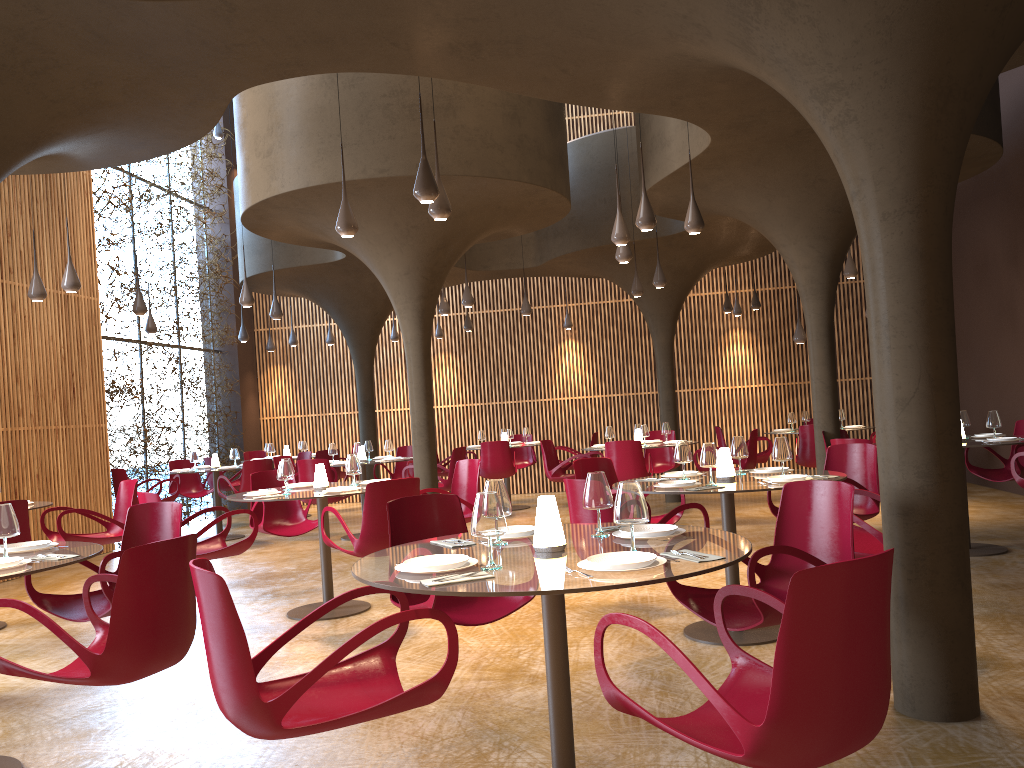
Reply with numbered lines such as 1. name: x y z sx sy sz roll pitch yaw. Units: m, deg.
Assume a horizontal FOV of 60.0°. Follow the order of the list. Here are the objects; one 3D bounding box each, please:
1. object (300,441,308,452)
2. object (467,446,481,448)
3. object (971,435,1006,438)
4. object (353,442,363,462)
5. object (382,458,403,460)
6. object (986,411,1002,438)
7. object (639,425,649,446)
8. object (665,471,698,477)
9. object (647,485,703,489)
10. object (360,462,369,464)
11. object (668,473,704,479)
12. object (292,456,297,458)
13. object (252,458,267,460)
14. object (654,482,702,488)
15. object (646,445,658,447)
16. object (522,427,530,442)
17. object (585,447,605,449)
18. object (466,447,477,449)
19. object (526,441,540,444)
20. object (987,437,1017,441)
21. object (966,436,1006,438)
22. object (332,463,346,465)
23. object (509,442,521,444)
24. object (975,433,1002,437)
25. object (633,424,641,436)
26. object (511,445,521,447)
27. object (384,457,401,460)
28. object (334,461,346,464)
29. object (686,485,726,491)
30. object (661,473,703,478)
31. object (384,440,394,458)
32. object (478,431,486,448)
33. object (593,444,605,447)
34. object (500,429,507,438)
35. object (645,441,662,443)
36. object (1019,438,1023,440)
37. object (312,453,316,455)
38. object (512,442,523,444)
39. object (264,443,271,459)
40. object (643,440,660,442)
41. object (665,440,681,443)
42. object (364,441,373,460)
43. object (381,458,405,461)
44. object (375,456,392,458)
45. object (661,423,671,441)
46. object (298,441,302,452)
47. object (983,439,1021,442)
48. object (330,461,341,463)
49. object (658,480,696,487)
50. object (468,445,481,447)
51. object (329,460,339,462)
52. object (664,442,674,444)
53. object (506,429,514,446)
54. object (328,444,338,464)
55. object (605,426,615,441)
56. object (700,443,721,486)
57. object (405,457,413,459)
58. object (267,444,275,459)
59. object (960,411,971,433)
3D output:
1. object: -3.887 1.220 16.585 0.142 0.295 0.142 -3 -1 -33
2. object: -0.651 1.124 15.865 0.332 0.014 0.332 -4 -2 21
3. object: 5.051 0.555 9.397 0.332 0.014 0.331 -5 -2 25
4. object: -2.229 0.997 12.848 0.142 0.295 0.142 -4 -1 -1
5. object: -1.760 1.111 13.087 0.332 0.014 0.331 -5 -2 38
6. object: 4.813 0.417 8.854 0.142 0.295 0.142 -4 -1 -8
7. object: 1.839 0.716 12.321 0.142 0.295 0.142 -4 -1 -1
8. object: 1.342 0.713 7.009 0.263 0.029 0.263 -5 -2 44
9. object: 1.156 0.712 6.212 0.204 0.012 0.411 -3 -2 -35
10. object: -2.160 1.130 12.616 0.126 0.017 0.262 -4 -2 23
11. object: 1.346 0.724 7.012 0.410 0.012 0.204 -2 -2 -41
12. object: -3.922 1.342 16.356 0.263 0.029 0.263 -4 -2 1
13. object: -4.671 1.392 16.400 0.263 0.029 0.263 -4 -2 -5
14. object: 1.159 0.710 6.209 0.332 0.014 0.332 -4 -2 5
15. object: 1.907 0.849 12.089 0.126 0.017 0.262 -4 -2 23
16. object: 0.259 0.929 15.911 0.142 0.295 0.142 -3 -1 -39
17. object: 1.176 0.913 12.628 0.262 0.017 0.126 -5 -2 24
18. object: -0.744 1.129 15.577 0.262 0.017 0.126 -4 -2 14
19. object: 0.381 1.043 15.707 0.263 0.029 0.263 -3 -2 -14
20. object: 4.768 0.540 8.626 0.263 0.029 0.263 -4 -2 -6
21. object: 5.054 0.556 9.393 0.204 0.012 0.411 -3 -2 -28
22. object: -2.431 1.144 12.750 0.332 0.014 0.332 -4 -2 1
23. object: 0.042 1.083 16.300 0.263 0.029 0.263 -4 -2 18
24. object: 5.050 0.545 9.397 0.263 0.029 0.263 -3 -2 -33
25. object: 1.864 0.738 13.091 0.142 0.295 0.142 -4 -1 40
26. object: 0.069 1.063 15.173 0.126 0.017 0.262 -4 -2 13
27. object: -1.761 1.101 13.087 0.263 0.029 0.263 -5 -2 32
28. object: -2.432 1.135 12.750 0.263 0.029 0.263 -4 -2 17
29. object: 1.297 0.700 5.940 0.261 0.017 0.126 -3 -2 -31
30. object: 1.342 0.723 7.009 0.332 0.014 0.332 -4 -2 15
31. object: -1.846 0.986 13.308 0.142 0.295 0.142 -4 -1 -18
32. object: -0.533 0.973 15.670 0.142 0.295 0.142 -4 -1 -20
33. object: 1.316 0.896 12.895 0.263 0.029 0.263 -4 -2 15
34. object: -0.147 0.963 16.155 0.142 0.295 0.142 -4 -1 8
35. object: 2.076 0.865 13.203 0.331 0.014 0.332 -3 -2 -10
36. object: 5.041 0.543 8.757 0.126 0.017 0.262 -3 -2 -29
37. object: -3.801 1.355 17.028 0.263 0.029 0.263 -4 -2 10
38. object: 0.043 1.092 16.300 0.332 0.014 0.332 -4 -2 6
39. object: -4.648 1.279 16.911 0.142 0.295 0.142 -4 -1 8
40. object: 2.076 0.856 13.203 0.263 0.029 0.263 -4 -2 9
41. object: 2.306 0.821 12.560 0.263 0.029 0.263 -4 -2 16
42. object: -2.204 1.019 13.618 0.142 0.295 0.142 -4 -1 -5
43. object: -1.762 1.112 13.083 0.204 0.012 0.410 -4 -2 24
44. object: -1.992 1.136 13.730 0.263 0.029 0.263 -4 -2 9
45. object: 2.221 0.706 12.781 0.142 0.295 0.142 -4 -1 -18
46. object: -4.042 1.243 17.033 0.142 0.295 0.142 -4 -1 25
47. object: 4.768 0.550 8.626 0.331 0.014 0.332 -3 -2 -10
48. object: -2.750 1.186 13.422 0.332 0.014 0.331 -5 -2 34
49. object: 1.158 0.701 6.209 0.263 0.029 0.263 -5 -2 43
50. object: -0.652 1.115 15.865 0.263 0.029 0.263 -5 -2 43
51. object: -2.751 1.176 13.422 0.263 0.029 0.263 -4 -2 9
52. object: 2.307 0.830 12.560 0.332 0.014 0.331 -5 -2 41
53. object: -0.038 0.933 15.392 0.142 0.295 0.142 -4 -1 0
54. object: -2.668 1.037 13.208 0.142 0.295 0.142 -3 -1 -44
55. object: 1.399 0.756 12.681 0.142 0.295 0.142 -3 -1 -44
56. object: 1.377 0.557 6.161 0.142 0.295 0.142 -4 -1 2
57. object: -1.601 1.116 13.344 0.262 0.017 0.126 -5 -2 28
58. object: -4.448 1.250 16.379 0.142 0.295 0.142 -4 -1 7
59. object: 4.823 0.435 9.474 0.142 0.295 0.142 -4 -1 21
